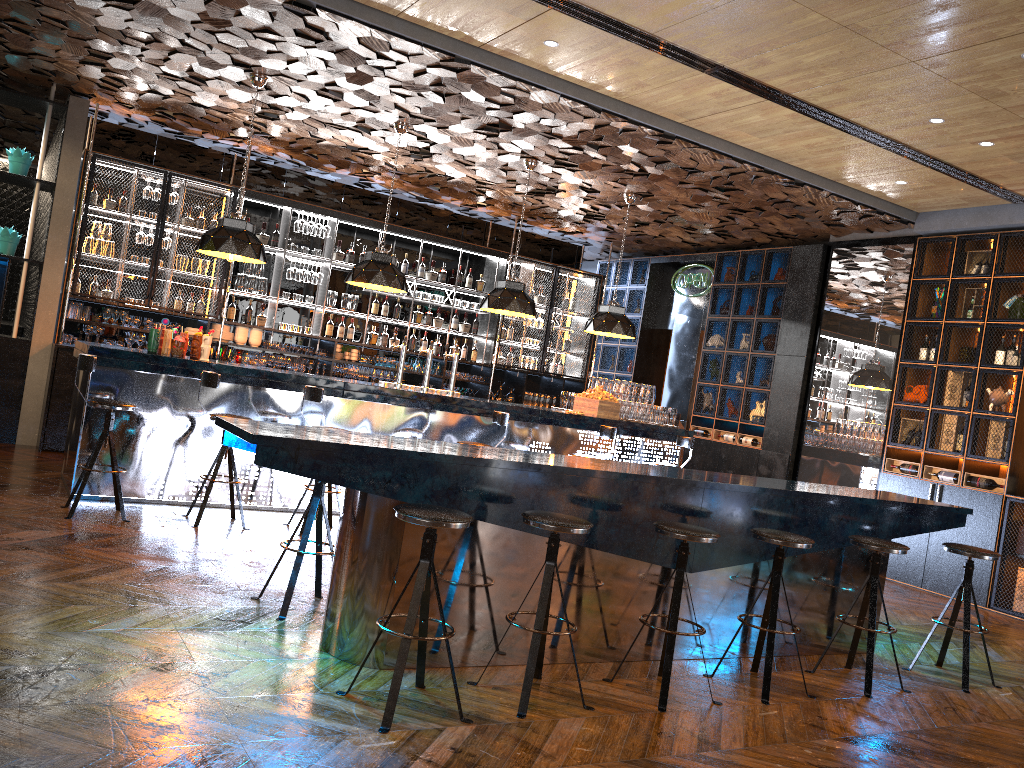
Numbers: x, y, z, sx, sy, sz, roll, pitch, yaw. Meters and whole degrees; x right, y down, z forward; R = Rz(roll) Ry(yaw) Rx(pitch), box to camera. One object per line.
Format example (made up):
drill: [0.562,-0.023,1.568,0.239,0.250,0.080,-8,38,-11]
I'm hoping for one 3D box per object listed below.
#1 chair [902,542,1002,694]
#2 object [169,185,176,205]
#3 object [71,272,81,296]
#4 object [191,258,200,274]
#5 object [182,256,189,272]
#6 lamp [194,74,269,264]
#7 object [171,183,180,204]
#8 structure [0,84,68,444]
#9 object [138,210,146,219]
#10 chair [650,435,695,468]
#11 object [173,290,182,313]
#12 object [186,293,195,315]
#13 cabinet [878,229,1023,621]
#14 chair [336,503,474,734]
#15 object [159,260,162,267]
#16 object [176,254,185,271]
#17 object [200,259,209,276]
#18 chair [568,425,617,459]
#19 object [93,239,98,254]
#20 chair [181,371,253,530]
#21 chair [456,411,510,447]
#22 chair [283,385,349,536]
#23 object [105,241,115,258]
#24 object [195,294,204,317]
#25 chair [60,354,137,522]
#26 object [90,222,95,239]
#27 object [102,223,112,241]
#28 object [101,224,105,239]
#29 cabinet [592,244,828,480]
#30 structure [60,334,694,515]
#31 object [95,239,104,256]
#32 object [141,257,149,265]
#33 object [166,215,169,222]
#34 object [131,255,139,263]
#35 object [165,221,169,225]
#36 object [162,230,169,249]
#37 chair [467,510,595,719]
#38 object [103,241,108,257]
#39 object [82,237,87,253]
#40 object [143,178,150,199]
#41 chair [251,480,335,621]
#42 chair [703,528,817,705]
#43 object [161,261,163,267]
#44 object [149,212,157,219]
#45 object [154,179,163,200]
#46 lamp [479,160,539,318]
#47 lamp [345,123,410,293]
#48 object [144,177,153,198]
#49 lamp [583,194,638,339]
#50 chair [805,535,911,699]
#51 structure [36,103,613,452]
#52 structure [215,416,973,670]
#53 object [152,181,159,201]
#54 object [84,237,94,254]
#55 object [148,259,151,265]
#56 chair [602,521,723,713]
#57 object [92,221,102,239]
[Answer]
chair: [2.738,1.391,5.401,0.419,0.813,0.419,9,0,-36]
object: [-3.777,-2.108,9.881,0.081,0.213,0.081,9,0,-25]
object: [-4.619,-1.058,9.413,0.075,0.261,0.075,9,0,18]
object: [-3.561,-1.324,9.968,0.092,0.182,0.092,9,0,-36]
object: [-3.695,-1.344,9.977,0.092,0.182,0.092,9,0,-36]
lamp: [-2.293,-1.839,7.609,0.582,1.606,0.607,9,0,-31]
object: [-3.704,-2.097,9.757,0.081,0.213,0.081,9,0,-25]
structure: [-6.702,-1.548,8.137,4.269,3.734,0.705,9,0,-31]
object: [-4.037,-1.849,9.677,0.077,0.080,0.077,9,0,-40]
chair: [1.537,1.061,8.938,0.476,1.108,0.419,9,0,-21]
object: [-3.739,-0.920,9.941,0.075,0.261,0.075,9,0,18]
object: [-3.633,-0.905,10.030,0.075,0.260,0.075,9,0,18]
cabinet: [5.265,0.421,7.412,0.691,3.514,4.416,9,0,-31]
chair: [-0.375,0.904,3.581,0.419,0.813,0.419,9,0,-36]
object: [-3.881,-1.322,9.714,0.077,0.080,0.077,9,0,-35]
object: [-3.691,-1.344,9.862,0.092,0.182,0.092,9,0,-36]
object: [-3.470,-1.309,9.998,0.092,0.182,0.092,9,0,-36]
chair: [0.679,0.927,8.346,0.476,1.108,0.419,9,0,-16]
object: [-4.461,-1.464,9.566,0.092,0.182,0.092,9,0,-36]
chair: [-2.155,0.483,6.610,0.476,1.108,0.419,9,0,-31]
chair: [-0.331,0.769,7.684,0.476,1.108,0.419,9,0,-16]
chair: [-1.462,0.592,6.888,0.476,1.108,0.419,9,0,-31]
object: [-4.316,-1.441,9.529,0.092,0.182,0.092,9,0,-36]
object: [-3.535,-0.889,10.065,0.075,0.260,0.075,9,0,18]
chair: [-2.885,0.369,6.248,0.476,1.108,0.419,9,0,-31]
object: [-4.478,-1.651,9.540,0.092,0.182,0.092,9,0,-36]
object: [-4.342,-1.630,9.517,0.092,0.182,0.092,9,0,-36]
object: [-4.385,-1.636,9.584,0.092,0.182,0.092,9,0,-36]
cabinet: [2.435,-0.012,12.244,0.691,3.514,4.416,9,0,-31]
structure: [-0.929,0.384,8.603,6.009,1.685,1.214,9,0,-31]
object: [-4.407,-1.456,9.487,0.092,0.182,0.092,9,0,-36]
object: [-4.014,-1.343,9.696,0.077,0.080,0.077,9,0,38]
object: [-3.808,-1.813,9.740,0.077,0.080,0.077,9,0,5]
object: [-4.118,-1.359,9.677,0.077,0.080,0.077,9,0,-19]
object: [-3.866,-1.822,9.891,0.077,0.080,0.077,9,0,5]
object: [-3.854,-1.614,9.881,0.081,0.213,0.081,9,0,-25]
chair: [0.142,0.985,3.942,0.419,0.813,0.419,9,0,-36]
object: [-4.375,-1.450,9.606,0.092,0.182,0.092,9,0,-36]
object: [-4.555,-1.478,9.517,0.092,0.182,0.092,9,0,-36]
object: [-4.009,-2.145,9.742,0.081,0.213,0.081,9,0,-25]
chair: [-1.069,0.798,4.755,0.419,0.813,0.419,9,0,-36]
chair: [1.350,1.174,4.621,0.419,0.813,0.419,9,0,-36]
object: [-3.925,-1.329,9.870,0.077,0.080,0.077,9,0,-35]
object: [-3.937,-1.833,9.713,0.077,0.080,0.077,9,0,5]
object: [-3.855,-2.121,9.667,0.081,0.213,0.081,9,0,-25]
lamp: [0.077,-1.494,9.039,0.582,1.564,0.607,9,0,-31]
lamp: [-1.168,-1.689,8.428,0.582,1.564,0.607,9,0,-31]
object: [-3.936,-2.134,9.618,0.081,0.213,0.081,9,0,-25]
lamp: [1.203,-1.318,9.854,0.582,1.564,0.607,9,0,-31]
chair: [2.011,1.278,5.003,0.419,0.813,0.419,9,0,-36]
structure: [-1.780,-0.688,10.888,6.750,3.553,1.143,9,0,-31]
structure: [0.813,0.996,5.099,4.941,0.998,0.673,9,0,-31]
object: [-3.927,-2.132,9.791,0.081,0.213,0.081,9,0,-25]
object: [-4.495,-1.469,9.434,0.092,0.182,0.092,9,0,-36]
object: [-4.011,-1.342,9.811,0.077,0.080,0.077,9,0,24]
chair: [0.786,1.086,4.284,0.419,0.813,0.419,9,0,-36]
object: [-4.424,-1.643,9.459,0.092,0.182,0.092,9,0,-36]
